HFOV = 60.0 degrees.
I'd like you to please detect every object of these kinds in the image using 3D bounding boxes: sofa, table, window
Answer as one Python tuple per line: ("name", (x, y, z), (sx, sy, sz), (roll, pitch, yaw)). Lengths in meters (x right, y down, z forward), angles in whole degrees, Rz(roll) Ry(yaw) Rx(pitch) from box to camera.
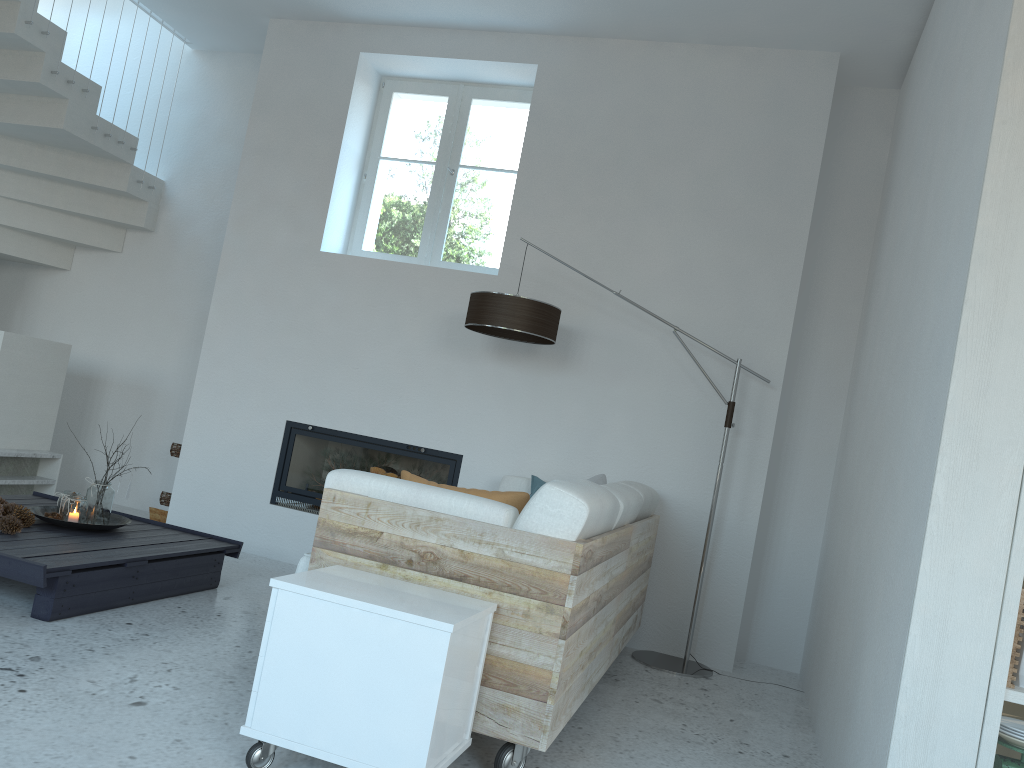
("sofa", (0.015, 0.752, 3.598), (0.871, 0.854, 2.197), (10, -3, 16))
("table", (-2.079, 0.701, 3.854), (1.257, 0.218, 1.271), (10, -3, 16))
("window", (-0.417, -1.268, 5.442), (1.117, 1.225, 0.072), (10, -3, 16))

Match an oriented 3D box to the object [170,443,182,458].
("object", (-1.890, 0.447, 5.473), (0.442, 0.094, 0.096), (10, -3, 13))

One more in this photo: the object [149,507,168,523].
("object", (-1.963, 0.875, 5.590), (0.642, 0.108, 0.134), (10, -3, 4))

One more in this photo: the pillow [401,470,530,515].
("pillow", (-0.171, 0.470, 2.815), (0.462, 0.339, 0.200), (10, -3, 10))

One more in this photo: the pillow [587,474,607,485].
("pillow", (0.284, 0.596, 4.043), (0.239, 0.406, 0.595), (10, -3, 11))

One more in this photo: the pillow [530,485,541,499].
("pillow", (0.087, 0.531, 3.246), (0.197, 0.349, 0.489), (10, -3, 13))

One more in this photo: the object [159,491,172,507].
("object", (-1.948, 0.746, 5.454), (0.442, 0.094, 0.096), (10, -3, 13))

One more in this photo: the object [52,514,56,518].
("object", (-2.077, 0.594, 4.025), (0.029, 0.030, 0.025), (8, -4, 36))

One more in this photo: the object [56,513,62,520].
("object", (-2.011, 0.595, 3.936), (0.038, 0.043, 0.039), (11, -3, -14))

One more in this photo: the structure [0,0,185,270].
("structure", (-3.700, -1.467, 5.228), (1.953, 3.380, 2.616), (10, -3, 16))

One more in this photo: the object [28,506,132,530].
("object", (-1.953, 0.612, 4.012), (0.430, 0.038, 0.429), (13, -4, -34))

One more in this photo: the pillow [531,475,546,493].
("pillow", (0.268, 0.649, 4.408), (0.438, 0.317, 0.176), (9, -3, 24))

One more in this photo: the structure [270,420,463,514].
("structure", (-0.741, 0.628, 5.377), (1.210, 0.584, 0.735), (10, -3, 12))

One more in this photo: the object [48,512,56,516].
("object", (-2.076, 0.591, 3.997), (0.031, 0.035, 0.031), (10, -3, 16))

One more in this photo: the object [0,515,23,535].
("object", (-2.020, 0.568, 3.571), (0.098, 0.083, 0.081), (10, -3, 21))

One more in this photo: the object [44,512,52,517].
("object", (-2.069, 0.589, 3.953), (0.030, 0.035, 0.035), (10, -3, 14))

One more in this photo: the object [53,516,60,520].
("object", (-2.004, 0.599, 3.904), (0.030, 0.035, 0.035), (8, -4, 39))

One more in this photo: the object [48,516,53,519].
("object", (-2.041, 0.596, 3.922), (0.026, 0.027, 0.030), (12, -3, -17))

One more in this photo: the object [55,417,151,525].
("object", (-1.825, 0.389, 4.009), (0.309, 0.521, 0.435), (13, -4, -44))

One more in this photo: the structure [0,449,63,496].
("structure", (-4.411, 0.118, 5.121), (3.111, 0.659, 2.903), (10, -3, 16))

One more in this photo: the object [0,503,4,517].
("object", (-2.189, 0.533, 3.724), (0.094, 0.108, 0.108), (12, -3, -17))

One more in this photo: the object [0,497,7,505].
("object", (-2.233, 0.531, 3.833), (0.099, 0.102, 0.097), (11, -3, -14))

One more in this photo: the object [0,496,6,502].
("object", (-2.255, 0.539, 3.894), (0.078, 0.101, 0.086), (11, -3, -10))

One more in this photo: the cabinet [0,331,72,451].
("cabinet", (-3.335, -0.025, 5.361), (0.992, 0.667, 0.552), (10, -3, 16))

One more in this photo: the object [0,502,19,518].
("object", (-2.171, 0.550, 3.812), (0.091, 0.086, 0.106), (9, -4, 30))

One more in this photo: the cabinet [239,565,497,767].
("cabinet", (-0.373, 0.791, 2.347), (0.502, 0.486, 0.380), (10, -3, 16))

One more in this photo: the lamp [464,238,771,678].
("lamp", (0.435, 0.324, 4.460), (1.558, 1.964, 0.470), (11, -3, 1))

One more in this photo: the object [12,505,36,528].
("object", (-2.073, 0.566, 3.766), (0.092, 0.100, 0.084), (10, -3, 21))
